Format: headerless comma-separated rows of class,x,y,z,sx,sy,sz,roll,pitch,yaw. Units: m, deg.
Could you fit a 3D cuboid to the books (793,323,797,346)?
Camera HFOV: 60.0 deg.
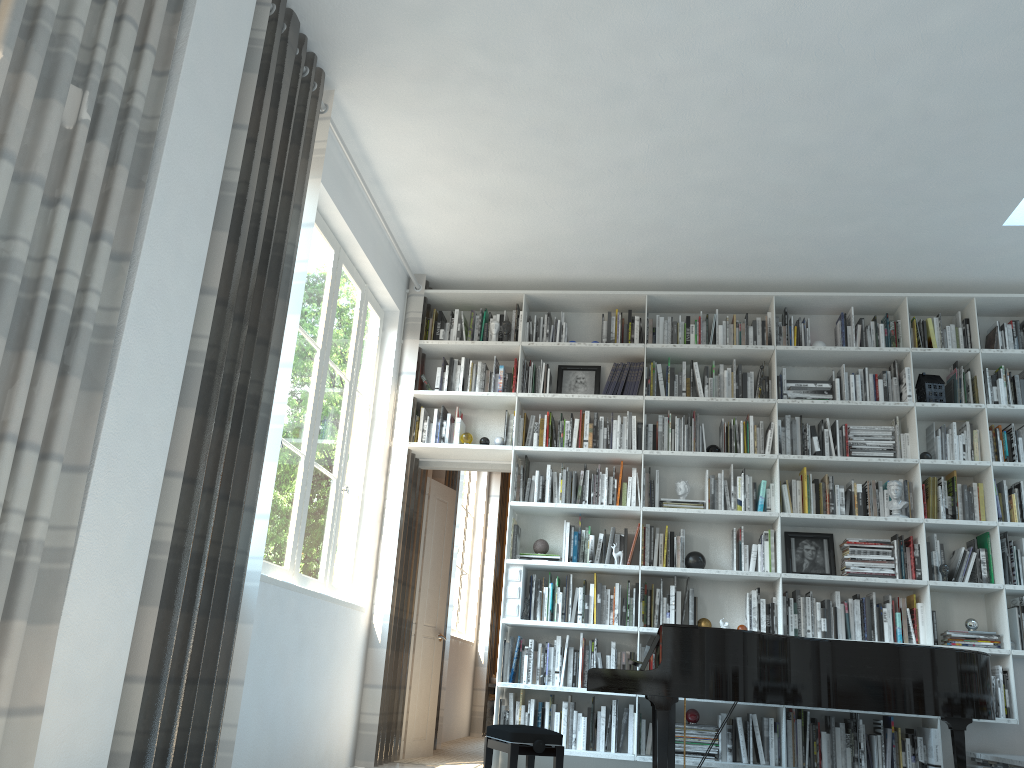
books,1.921,-0.281,6.022,0.006,0.232,0.136,1,-19,8

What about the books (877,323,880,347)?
books,2.423,-0.271,5.919,0.012,0.216,0.180,1,-19,8

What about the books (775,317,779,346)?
books,1.785,-0.304,6.015,0.026,0.252,0.186,1,-19,8

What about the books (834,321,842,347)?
books,2.198,-0.285,5.972,0.012,0.244,0.151,1,-19,8

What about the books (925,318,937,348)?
books,2.757,-0.283,5.871,0.054,0.253,0.191,1,-19,8

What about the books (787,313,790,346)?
books,1.869,-0.318,6.023,0.010,0.295,0.153,1,-18,8

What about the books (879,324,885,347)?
books,2.438,-0.269,5.898,0.023,0.201,0.194,1,-19,8

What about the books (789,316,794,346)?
books,1.887,-0.307,6.001,0.011,0.264,0.164,1,-19,8

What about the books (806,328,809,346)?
books,1.985,-0.263,5.990,0.010,0.186,0.153,1,-19,8

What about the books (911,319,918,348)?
books,2.649,-0.282,5.874,0.007,0.238,0.192,1,-19,8

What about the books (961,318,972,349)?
books,2.972,-0.279,5.834,0.029,0.252,0.187,1,-19,8

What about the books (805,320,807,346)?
books,1.977,-0.289,6.010,0.013,0.248,0.148,1,-19,8

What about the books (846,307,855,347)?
books,2.274,-0.330,5.955,0.010,0.330,0.187,1,-18,8

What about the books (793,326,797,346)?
books,1.903,-0.270,6.000,0.023,0.195,0.173,1,-19,8

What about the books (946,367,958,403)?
books,2.845,0.053,5.732,0.021,0.271,0.191,1,-19,8

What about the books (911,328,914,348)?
books,2.640,-0.252,5.893,0.015,0.192,0.160,1,-19,8

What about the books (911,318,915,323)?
books,2.659,-0.286,5.891,0.006,0.259,0.166,1,-19,8

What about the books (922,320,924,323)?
books,2.732,-0.278,5.907,0.007,0.263,0.133,1,-18,8

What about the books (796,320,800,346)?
books,1.930,-0.292,6.011,0.014,0.247,0.140,1,-18,8

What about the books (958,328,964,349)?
books,2.935,-0.247,5.845,0.022,0.193,0.182,1,-19,8

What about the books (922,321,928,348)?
books,2.715,-0.275,5.871,0.015,0.233,0.171,1,-19,8

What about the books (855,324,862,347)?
books,2.300,-0.271,5.937,0.050,0.210,0.173,1,-19,8

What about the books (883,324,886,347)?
books,2.470,-0.269,5.941,0.026,0.233,0.137,1,-19,8

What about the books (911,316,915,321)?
books,2.667,-0.292,5.903,0.007,0.278,0.151,1,-18,8

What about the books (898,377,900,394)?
books,2.520,0.047,5.823,0.010,0.298,0.134,1,-18,8

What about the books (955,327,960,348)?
books,2.913,-0.250,5.857,0.025,0.203,0.163,1,-19,8

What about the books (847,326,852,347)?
books,2.252,-0.265,5.960,0.031,0.208,0.147,1,-19,8

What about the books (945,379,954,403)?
books,2.840,0.091,5.755,0.019,0.213,0.156,1,-19,8

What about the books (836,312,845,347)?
books,2.209,-0.312,5.961,0.014,0.291,0.176,1,-19,8

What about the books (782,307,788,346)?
books,1.859,-0.337,6.037,0.014,0.339,0.145,1,-18,8

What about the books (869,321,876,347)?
books,2.397,-0.280,5.930,0.023,0.235,0.154,1,-19,8

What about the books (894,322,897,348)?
books,2.542,-0.276,5.922,0.014,0.243,0.145,1,-19,8

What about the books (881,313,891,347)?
books,2.503,-0.308,5.936,0.012,0.307,0.138,1,-18,8

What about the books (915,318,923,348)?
books,2.685,-0.286,5.889,0.034,0.260,0.158,1,-19,8

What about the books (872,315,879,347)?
books,2.413,-0.300,5.919,0.010,0.269,0.180,1,-19,8

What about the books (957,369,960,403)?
books,2.863,0.058,5.742,0.022,0.271,0.182,1,-19,8

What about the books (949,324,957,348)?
books,2.883,-0.262,5.844,0.031,0.212,0.170,1,-19,8

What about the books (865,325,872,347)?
books,2.368,-0.266,5.924,0.033,0.202,0.167,1,-19,8

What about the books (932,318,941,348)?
books,2.802,-0.285,5.887,0.030,0.273,0.152,1,-18,8

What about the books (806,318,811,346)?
books,1.996,-0.298,5.993,0.011,0.255,0.144,1,-18,8

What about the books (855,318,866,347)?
books,2.342,-0.292,5.957,0.028,0.269,0.140,1,-18,8

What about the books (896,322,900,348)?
books,2.554,-0.276,5.911,0.014,0.238,0.153,1,-19,8

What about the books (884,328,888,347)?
books,2.488,-0.257,5.928,0.014,0.203,0.135,1,-19,8

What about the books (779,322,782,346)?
books,1.811,-0.285,6.025,0.023,0.227,0.157,1,-19,8

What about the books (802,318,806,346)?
books,1.966,-0.299,5.995,0.005,0.254,0.168,1,-19,8

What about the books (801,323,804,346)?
books,1.955,-0.281,5.992,0.016,0.218,0.144,1,-19,8

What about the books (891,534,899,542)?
books,2.381,1.089,5.496,0.011,0.298,0.130,1,-18,8

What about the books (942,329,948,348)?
books,2.832,-0.246,5.848,0.022,0.179,0.173,1,-19,8

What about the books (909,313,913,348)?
books,2.632,-0.304,5.904,0.007,0.297,0.181,1,-19,8

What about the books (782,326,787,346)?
books,1.832,-0.273,6.005,0.026,0.194,0.167,1,-19,8

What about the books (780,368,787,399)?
books,1.796,0.043,5.887,0.021,0.248,0.192,1,-19,8

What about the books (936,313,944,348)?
books,2.820,-0.301,5.872,0.010,0.296,0.168,1,-18,8

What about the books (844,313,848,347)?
books,2.233,-0.311,5.965,0.011,0.295,0.158,1,-18,8

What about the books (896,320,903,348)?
books,2.573,-0.282,5.918,0.022,0.256,0.137,1,-18,8

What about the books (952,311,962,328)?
books,2.959,-0.305,5.880,0.012,0.328,0.129,1,-18,8

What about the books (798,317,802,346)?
books,1.943,-0.301,6.005,0.013,0.263,0.147,1,-18,8

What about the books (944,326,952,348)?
books,2.856,-0.255,5.849,0.024,0.201,0.181,1,-19,8

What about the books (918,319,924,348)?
books,2.707,-0.283,5.893,0.008,0.261,0.142,1,-18,8

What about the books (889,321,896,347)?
books,2.520,-0.280,5.915,0.028,0.243,0.161,1,-19,8
